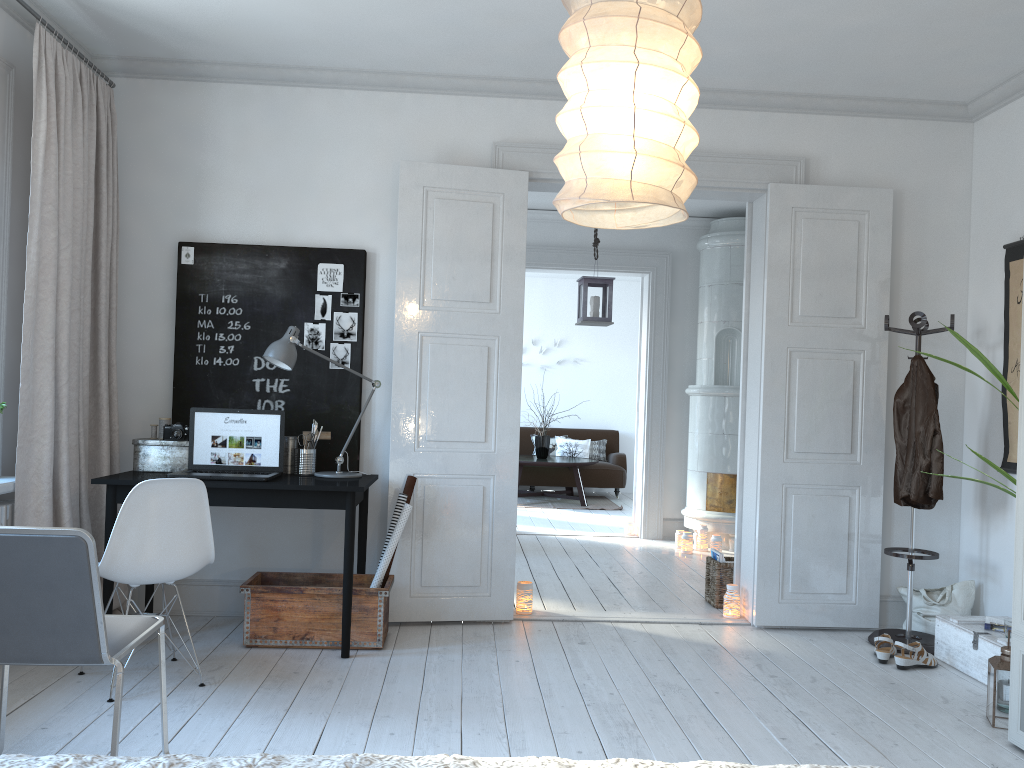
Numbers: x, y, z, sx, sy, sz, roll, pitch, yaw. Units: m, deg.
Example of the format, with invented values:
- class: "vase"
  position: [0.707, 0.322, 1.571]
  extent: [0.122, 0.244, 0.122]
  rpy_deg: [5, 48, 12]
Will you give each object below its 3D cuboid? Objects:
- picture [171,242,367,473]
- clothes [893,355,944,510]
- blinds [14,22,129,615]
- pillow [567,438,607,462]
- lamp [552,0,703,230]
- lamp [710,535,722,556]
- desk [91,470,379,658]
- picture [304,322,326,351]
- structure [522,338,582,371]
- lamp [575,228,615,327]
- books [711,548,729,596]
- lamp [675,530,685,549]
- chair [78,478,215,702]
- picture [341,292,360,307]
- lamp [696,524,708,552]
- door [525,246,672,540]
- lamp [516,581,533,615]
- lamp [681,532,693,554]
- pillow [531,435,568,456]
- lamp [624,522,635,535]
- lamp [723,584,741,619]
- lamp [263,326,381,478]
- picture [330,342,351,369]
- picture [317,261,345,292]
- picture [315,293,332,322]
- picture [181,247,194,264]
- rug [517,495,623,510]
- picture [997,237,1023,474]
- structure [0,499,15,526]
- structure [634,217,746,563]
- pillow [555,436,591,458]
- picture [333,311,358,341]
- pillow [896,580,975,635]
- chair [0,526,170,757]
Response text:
- class: "picture"
  position: [-1.251, -0.125, 4.571]
  extent: [0.953, 1.172, 0.064]
  rpy_deg: [2, 0, -3]
- class: "clothes"
  position: [2.009, 0.238, 4.375]
  extent: [0.237, 0.770, 0.211]
  rpy_deg: [2, 0, 30]
- class: "blinds"
  position: [-1.949, -0.161, 4.045]
  extent: [0.225, 2.647, 0.831]
  rpy_deg: [2, 0, -3]
- class: "pillow"
  position: [0.960, 0.841, 11.338]
  extent: [0.542, 0.288, 0.183]
  rpy_deg: [2, 0, -2]
- class: "lamp"
  position: [0.284, -1.003, 2.092]
  extent: [0.338, 1.231, 0.340]
  rpy_deg: [2, 0, 28]
- class: "lamp"
  position: [1.594, 1.263, 6.922]
  extent: [0.089, 0.166, 0.089]
  rpy_deg: [2, 0, -4]
- class: "desk"
  position: [-1.252, 0.812, 4.145]
  extent: [1.159, 0.759, 0.651]
  rpy_deg: [2, -1, -3]
- class: "picture"
  position: [-1.013, -0.243, 4.553]
  extent: [0.107, 0.150, 0.001]
  rpy_deg: [2, 0, -3]
- class: "structure"
  position: [0.409, -0.362, 11.668]
  extent: [1.025, 0.478, 0.085]
  rpy_deg: [2, 0, -3]
- class: "lamp"
  position: [0.601, -1.292, 6.159]
  extent: [0.228, 1.762, 0.228]
  rpy_deg: [2, 0, -6]
- class: "books"
  position: [1.292, 1.137, 5.237]
  extent: [0.201, 0.300, 0.179]
  rpy_deg: [2, 0, -3]
- class: "lamp"
  position: [1.376, 1.272, 7.256]
  extent: [0.084, 0.146, 0.084]
  rpy_deg: [2, 0, 1]
- class: "chair"
  position: [-1.434, 0.758, 3.495]
  extent: [0.474, 0.824, 0.554]
  rpy_deg: [2, -1, -38]
- class: "picture"
  position: [-0.834, -0.435, 4.565]
  extent: [0.095, 0.071, 0.001]
  rpy_deg: [2, 0, -3]
- class: "lamp"
  position: [1.539, 1.244, 7.166]
  extent: [0.098, 0.210, 0.098]
  rpy_deg: [2, 0, 1]
- class: "door"
  position: [0.511, 0.078, 7.826]
  extent: [2.599, 2.505, 0.577]
  rpy_deg: [2, 0, -3]
- class: "lamp"
  position: [0.068, 1.156, 4.794]
  extent: [0.089, 0.166, 0.089]
  rpy_deg: [2, 0, -11]
- class: "lamp"
  position: [1.388, 1.258, 7.025]
  extent: [0.089, 0.166, 0.089]
  rpy_deg: [2, 0, -2]
- class: "pillow"
  position: [0.469, 0.819, 11.275]
  extent: [0.473, 0.347, 0.158]
  rpy_deg: [2, 0, -5]
- class: "lamp"
  position: [1.043, 1.283, 7.867]
  extent: [0.093, 0.110, 0.093]
  rpy_deg: [2, -1, 14]
- class: "lamp"
  position: [1.208, 1.193, 4.867]
  extent: [0.093, 0.179, 0.093]
  rpy_deg: [2, 0, -20]
- class: "lamp"
  position: [-0.914, 0.091, 4.286]
  extent: [0.617, 0.716, 0.230]
  rpy_deg: [2, 0, -32]
- class: "picture"
  position: [-0.884, -0.146, 4.561]
  extent: [0.103, 0.136, 0.001]
  rpy_deg: [2, 0, -3]
- class: "picture"
  position: [-0.931, -0.553, 4.559]
  extent: [0.147, 0.154, 0.004]
  rpy_deg: [2, 0, -3]
- class: "picture"
  position: [-0.970, -0.394, 4.557]
  extent: [0.083, 0.146, 0.002]
  rpy_deg: [2, 0, -3]
- class: "picture"
  position: [-1.653, -0.655, 4.521]
  extent: [0.061, 0.088, 0.004]
  rpy_deg: [2, 0, -6]
- class: "rug"
  position: [0.350, 1.350, 10.436]
  extent: [1.710, 0.055, 1.456]
  rpy_deg: [2, -1, -3]
- class: "picture"
  position: [2.481, -0.223, 4.038]
  extent: [0.057, 1.313, 0.793]
  rpy_deg: [2, 0, -3]
- class: "structure"
  position: [-2.170, 0.759, 3.144]
  extent: [0.195, 0.547, 1.506]
  rpy_deg: [2, -1, -3]
- class: "structure"
  position: [1.723, 0.030, 7.348]
  extent: [0.800, 2.827, 1.248]
  rpy_deg: [2, 0, 42]
- class: "pillow"
  position: [0.766, 0.819, 11.216]
  extent: [0.471, 0.309, 0.188]
  rpy_deg: [2, 0, -3]
- class: "picture"
  position: [-0.857, -0.298, 4.562]
  extent: [0.121, 0.153, 0.002]
  rpy_deg: [2, 0, -3]
- class: "pillow"
  position: [2.218, 1.163, 4.631]
  extent: [0.317, 0.314, 0.273]
  rpy_deg: [2, -1, -2]
- class: "chair"
  position: [-1.281, 0.756, 2.451]
  extent: [0.562, 0.797, 0.525]
  rpy_deg: [2, 0, -3]
